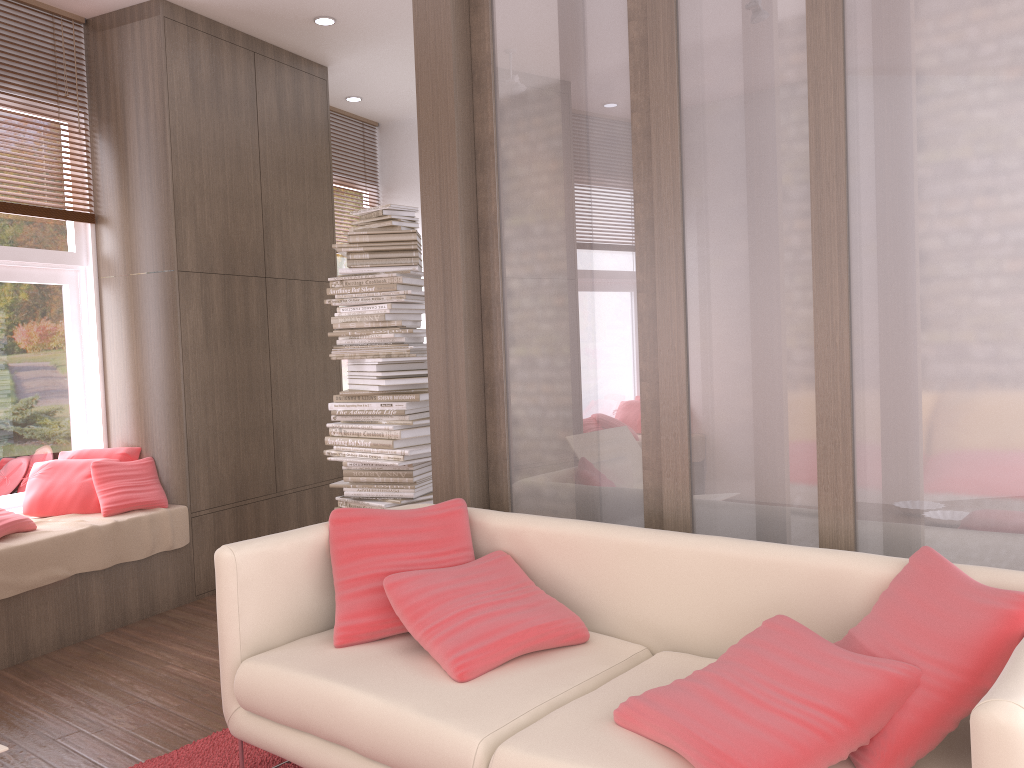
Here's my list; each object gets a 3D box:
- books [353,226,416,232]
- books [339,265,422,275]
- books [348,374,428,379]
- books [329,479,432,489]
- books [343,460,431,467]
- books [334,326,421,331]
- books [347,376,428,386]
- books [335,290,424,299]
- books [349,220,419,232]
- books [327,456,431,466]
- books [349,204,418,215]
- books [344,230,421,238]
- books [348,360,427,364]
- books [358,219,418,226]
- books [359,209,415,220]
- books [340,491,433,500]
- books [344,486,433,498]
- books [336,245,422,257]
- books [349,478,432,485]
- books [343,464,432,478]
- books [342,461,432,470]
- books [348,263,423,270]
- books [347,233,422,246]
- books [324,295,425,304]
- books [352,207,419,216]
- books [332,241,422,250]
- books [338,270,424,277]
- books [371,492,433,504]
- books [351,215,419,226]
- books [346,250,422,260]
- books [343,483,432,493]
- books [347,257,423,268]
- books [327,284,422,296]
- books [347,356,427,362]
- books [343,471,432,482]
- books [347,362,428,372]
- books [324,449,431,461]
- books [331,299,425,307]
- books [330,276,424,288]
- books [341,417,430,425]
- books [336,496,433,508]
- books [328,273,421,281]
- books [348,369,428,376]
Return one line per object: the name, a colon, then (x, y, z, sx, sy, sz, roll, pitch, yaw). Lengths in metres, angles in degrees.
books: (-0.658, -0.794, 4.636, 0.272, 0.023, 0.201, -1, 3, 20)
books: (-0.681, -0.589, 4.648, 0.404, 0.026, 0.266, -2, 2, 0)
books: (-0.658, -0.043, 4.680, 0.294, 0.013, 0.413, -4, 3, -30)
books: (-0.670, 0.517, 4.672, 0.488, 0.018, 0.296, -1, 3, 20)
books: (-0.634, 0.400, 4.644, 0.396, 0.024, 0.310, -1, 3, 20)
books: (-0.704, -0.293, 4.677, 0.395, 0.009, 0.233, -2, 3, 15)
books: (-0.619, -0.020, 4.639, 0.317, 0.030, 0.524, -4, 3, -30)
books: (-0.655, -0.464, 4.659, 0.434, 0.019, 0.324, -1, 3, 20)
books: (-0.670, -0.818, 4.648, 0.327, 0.023, 0.198, 0, 3, 40)
books: (-0.629, 0.380, 4.647, 0.542, 0.016, 0.423, 0, 3, 40)
books: (-0.670, -0.905, 4.638, 0.313, 0.014, 0.204, 0, 3, 40)
books: (-0.669, -0.774, 4.629, 0.366, 0.012, 0.287, -2, 2, 0)
books: (-0.631, -0.116, 4.677, 0.345, 0.010, 0.443, -4, 3, -30)
books: (-0.646, -0.836, 4.635, 0.258, 0.010, 0.183, -1, 3, 25)
books: (-0.652, -0.873, 4.631, 0.193, 0.029, 0.260, -4, 3, -35)
books: (-0.637, 0.572, 4.649, 0.413, 0.006, 0.322, -1, 3, 20)
books: (-0.628, 0.556, 4.651, 0.396, 0.024, 0.310, -1, 3, 20)
books: (-0.689, -0.696, 4.647, 0.412, 0.019, 0.259, -2, 2, 0)
books: (-0.618, 0.502, 4.664, 0.385, 0.008, 0.274, -1, 3, 20)
books: (-0.632, 0.448, 4.646, 0.396, 0.033, 0.310, -1, 3, 20)
books: (-0.636, 0.421, 4.652, 0.405, 0.018, 0.300, -1, 3, 20)
books: (-0.656, -0.608, 4.638, 0.351, 0.010, 0.284, -2, 2, 0)
books: (-0.661, -0.748, 4.636, 0.351, 0.036, 0.275, -2, 2, 0)
books: (-0.705, -0.440, 4.672, 0.470, 0.022, 0.306, -1, 3, 20)
books: (-0.659, -0.892, 4.622, 0.277, 0.008, 0.216, 0, 3, 40)
books: (-0.701, -0.718, 4.651, 0.435, 0.019, 0.248, -2, 2, 0)
books: (-0.671, -0.570, 4.667, 0.416, 0.015, 0.245, -1, 3, 20)
books: (-0.625, 0.582, 4.663, 0.448, 0.016, 0.264, 0, 3, 45)
books: (-0.663, -0.850, 4.638, 0.303, 0.015, 0.202, 0, 3, 40)
books: (-0.668, -0.669, 4.672, 0.371, 0.036, 0.211, -2, 2, 0)
books: (-0.631, 0.534, 4.657, 0.405, 0.018, 0.300, -1, 3, 20)
books: (-0.666, -0.632, 4.673, 0.371, 0.036, 0.211, -2, 2, 0)
books: (-0.717, -0.490, 4.666, 0.401, 0.035, 0.315, -1, 3, 20)
books: (-0.625, -0.131, 4.647, 0.326, 0.018, 0.500, -4, 3, -30)
books: (-0.631, 0.478, 4.648, 0.396, 0.024, 0.310, -1, 3, 20)
books: (-0.652, -0.091, 4.680, 0.308, 0.036, 0.417, -4, 3, -30)
books: (-0.645, 0.355, 4.701, 0.612, 0.028, 0.399, 0, 3, 40)
books: (-0.679, -0.422, 4.636, 0.416, 0.012, 0.324, -1, 3, 20)
books: (-0.695, -0.528, 4.678, 0.416, 0.035, 0.323, -1, 3, 20)
books: (-0.604, 0.187, 4.678, 0.542, 0.020, 0.320, 0, 3, 40)
books: (-0.671, 0.600, 4.680, 0.422, 0.016, 0.330, 0, 3, 45)
books: (-0.716, -0.553, 4.664, 0.392, 0.015, 0.306, -1, 3, 20)
books: (-0.628, -0.061, 4.656, 0.323, 0.020, 0.484, -4, 3, -30)
